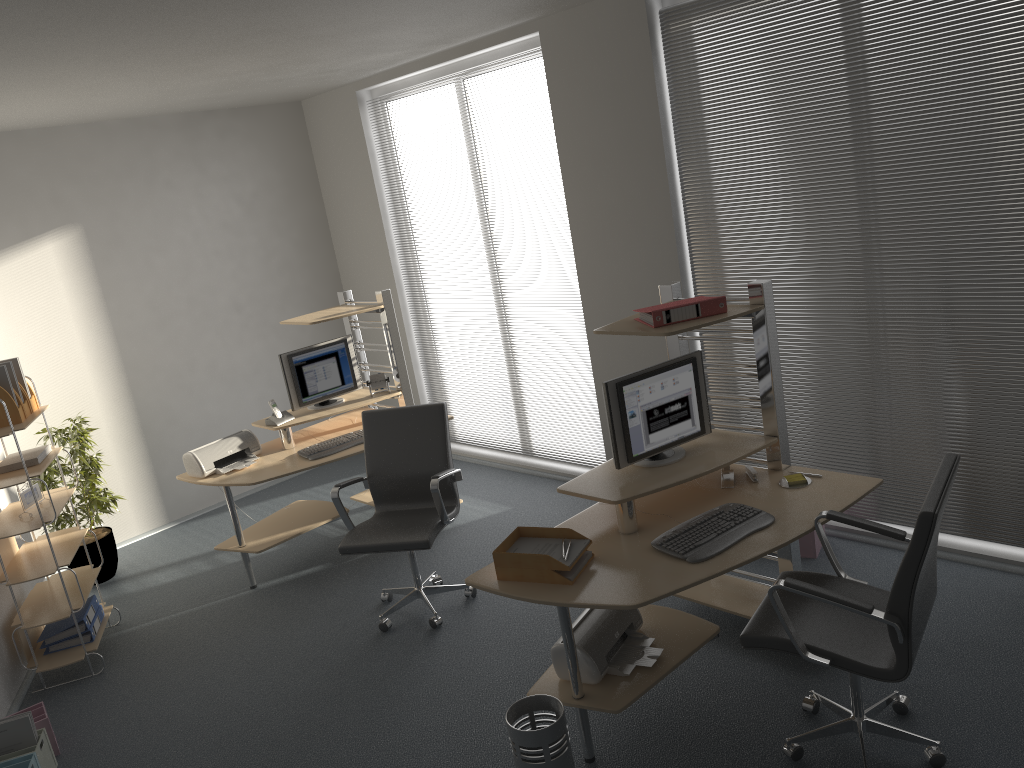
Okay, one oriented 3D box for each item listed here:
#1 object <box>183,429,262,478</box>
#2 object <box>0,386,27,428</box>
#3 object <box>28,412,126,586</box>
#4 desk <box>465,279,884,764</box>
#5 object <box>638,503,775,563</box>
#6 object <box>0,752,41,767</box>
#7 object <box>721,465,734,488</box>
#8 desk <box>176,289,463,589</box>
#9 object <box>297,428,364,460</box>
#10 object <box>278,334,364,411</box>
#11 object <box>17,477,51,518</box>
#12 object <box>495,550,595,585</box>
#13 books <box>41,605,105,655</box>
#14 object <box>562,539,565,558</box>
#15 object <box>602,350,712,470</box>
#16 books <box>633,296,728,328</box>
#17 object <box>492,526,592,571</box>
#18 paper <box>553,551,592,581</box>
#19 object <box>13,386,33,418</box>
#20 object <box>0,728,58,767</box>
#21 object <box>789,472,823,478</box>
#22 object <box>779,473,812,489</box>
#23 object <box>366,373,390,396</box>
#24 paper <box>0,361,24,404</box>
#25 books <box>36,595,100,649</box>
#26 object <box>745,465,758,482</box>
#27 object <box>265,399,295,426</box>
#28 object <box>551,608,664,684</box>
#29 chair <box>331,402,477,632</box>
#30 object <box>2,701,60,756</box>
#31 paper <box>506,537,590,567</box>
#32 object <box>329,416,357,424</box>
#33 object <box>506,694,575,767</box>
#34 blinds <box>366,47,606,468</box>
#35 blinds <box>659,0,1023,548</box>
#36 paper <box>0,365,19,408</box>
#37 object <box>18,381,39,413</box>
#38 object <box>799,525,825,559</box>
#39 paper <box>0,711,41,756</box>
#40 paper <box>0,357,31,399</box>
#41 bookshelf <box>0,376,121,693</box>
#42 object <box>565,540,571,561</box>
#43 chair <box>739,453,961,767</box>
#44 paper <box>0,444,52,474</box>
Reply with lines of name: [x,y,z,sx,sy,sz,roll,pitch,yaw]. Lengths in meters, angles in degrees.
object: [-1.727,0.426,5.423,0.351,0.162,0.438,2,18,40]
object: [-2.658,0.094,4.531,0.243,0.259,0.113,-14,15,-15]
object: [-2.876,0.775,5.895,0.544,1.147,0.644,-13,14,-11]
desk: [0.650,0.519,3.483,1.469,1.566,0.967,-22,18,-39]
object: [0.619,0.555,3.617,0.478,0.082,0.814,-19,17,-32]
object: [-2.084,1.695,3.654,0.245,0.202,0.185,-14,14,-13]
object: [0.934,0.392,3.854,0.054,0.064,0.159,-6,15,16]
desk: [-1.230,0.338,5.543,1.469,1.566,0.967,-22,18,-39]
object: [-1.223,0.363,5.689,0.478,0.082,0.814,-19,17,-32]
object: [-1.262,-0.065,5.843,0.516,0.418,0.245,-17,15,-25]
object: [-2.557,0.598,4.722,0.077,0.161,0.192,-9,14,5]
object: [0.125,0.669,3.350,0.309,0.060,0.225,-3,16,28]
books: [-2.427,1.356,4.907,0.262,0.072,0.320,-13,14,-12]
object: [0.192,0.615,3.315,0.008,0.009,0.159,-9,14,5]
object: [0.604,0.114,3.801,0.516,0.418,0.245,-15,15,-18]
books: [0.704,-0.322,3.749,0.320,0.072,0.262,-12,14,-8]
object: [0.115,0.615,3.336,0.309,0.060,0.225,-3,16,28]
paper: [0.128,0.681,3.353,0.297,0.019,0.210,-3,16,28]
object: [-2.694,0.071,4.647,0.243,0.259,0.113,-13,14,-12]
object: [-2.136,1.660,3.829,0.245,0.202,0.185,-14,14,-13]
object: [1.245,0.383,3.772,0.158,0.011,0.011,4,20,45]
object: [1.185,0.400,3.716,0.132,0.026,0.132,-22,18,-39]
object: [-0.886,0.001,5.894,0.154,0.135,0.093,-11,14,-4]
paper: [-2.704,0.048,4.661,0.213,0.297,0.045,-13,14,-12]
books: [-2.446,1.306,4.892,0.263,0.100,0.320,-13,14,-12]
object: [1.039,0.385,3.848,0.022,0.042,0.134,-10,14,2]
object: [-1.489,0.171,5.625,0.119,0.151,0.150,-1,17,34]
object: [0.406,0.999,3.497,0.351,0.162,0.438,-1,17,33]
chair: [-0.567,0.707,4.681,0.584,1.048,0.652,-7,15,15]
object: [-2.225,1.624,4.035,0.245,0.202,0.185,-19,16,-31]
paper: [0.119,0.631,3.340,0.297,0.010,0.210,-3,16,28]
object: [-0.997,0.260,5.925,0.168,0.088,0.742,-21,18,-37]
object: [0.112,1.331,3.155,0.208,0.377,0.208,-10,14,3]
blinds: [-0.208,-0.788,6.390,0.037,2.749,1.950,-22,18,-39]
blinds: [1.677,-0.606,4.326,0.022,2.770,1.950,-22,18,-39]
paper: [-2.669,0.071,4.545,0.213,0.297,0.045,-14,15,-15]
object: [-2.721,0.045,4.766,0.243,0.259,0.113,-13,14,-10]
object: [1.530,0.777,4.685,0.185,0.202,0.245,-2,16,31]
paper: [-2.152,1.590,3.826,0.220,0.306,0.068,-14,14,-13]
paper: [-2.731,0.023,4.780,0.213,0.297,0.045,-13,14,-10]
bookshelf: [-2.549,0.775,4.769,0.381,1.572,0.724,-14,14,-13]
object: [0.208,0.619,3.290,0.008,0.009,0.159,-7,14,13]
chair: [1.178,0.803,3.056,0.652,1.048,0.584,0,17,35]
paper: [-2.626,0.403,4.773,0.213,0.046,0.297,-14,14,-13]
